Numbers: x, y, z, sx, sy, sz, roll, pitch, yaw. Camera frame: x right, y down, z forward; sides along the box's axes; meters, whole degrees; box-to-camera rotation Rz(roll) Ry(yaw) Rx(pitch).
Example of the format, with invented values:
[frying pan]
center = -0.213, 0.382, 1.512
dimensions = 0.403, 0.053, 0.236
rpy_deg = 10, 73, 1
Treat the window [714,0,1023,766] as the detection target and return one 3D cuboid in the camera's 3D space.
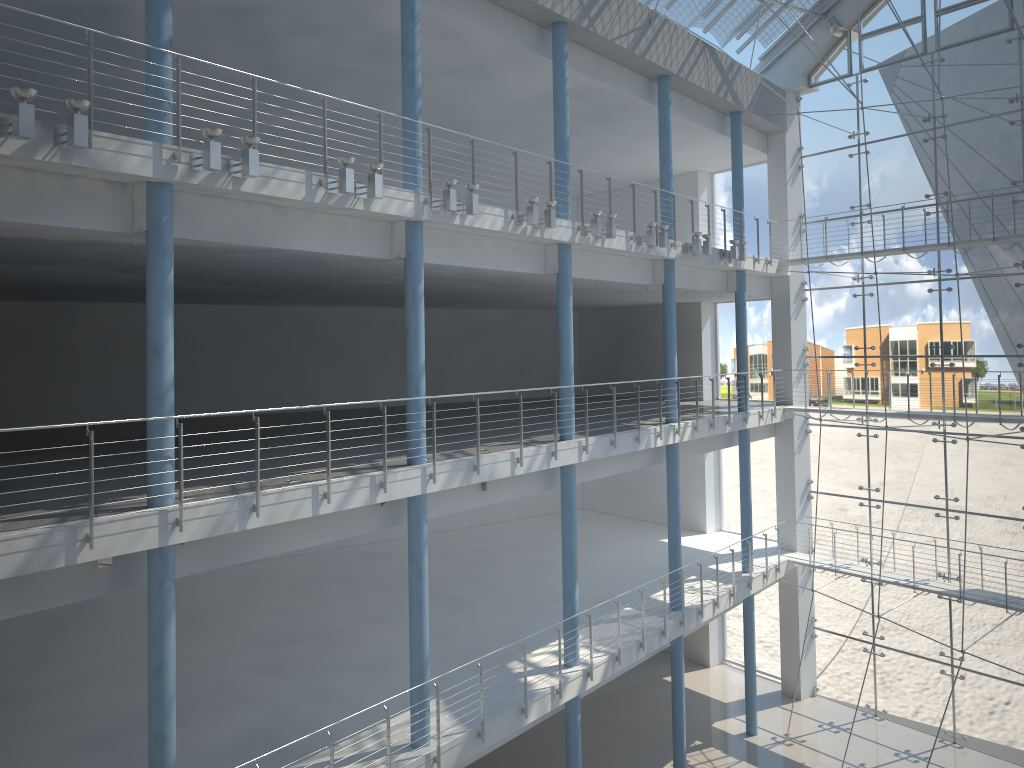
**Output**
[window]
center = 1.974, -0.237, 2.018
dimensions = 0.010, 2.777, 3.845
rpy_deg = 0, 0, -37
